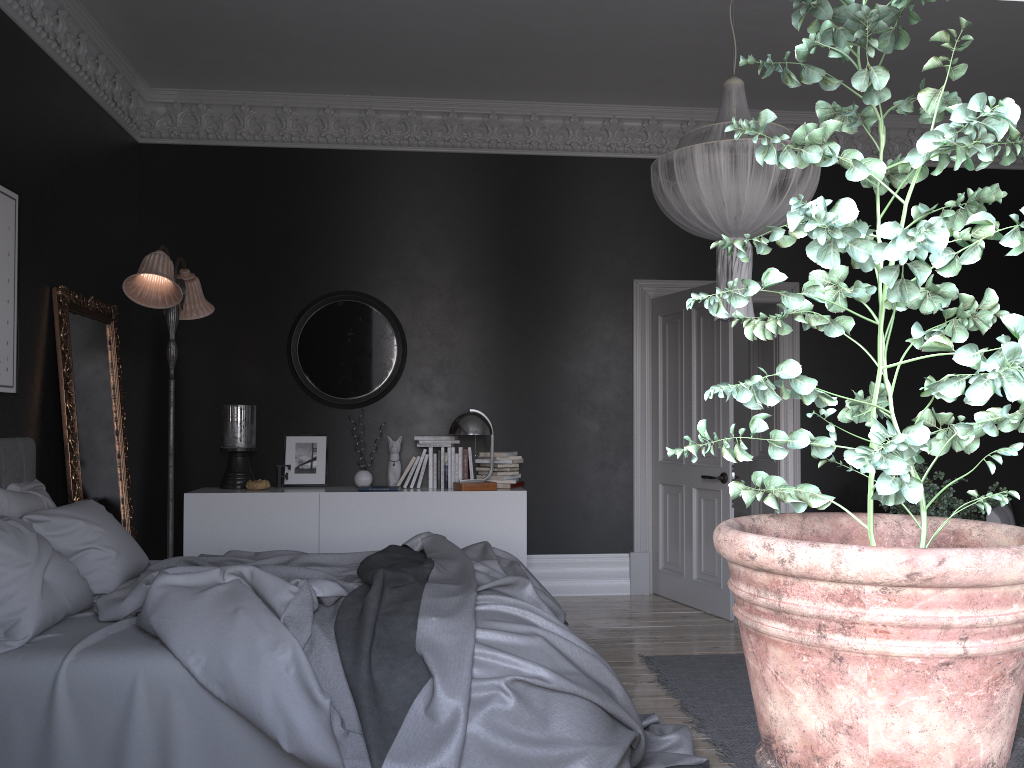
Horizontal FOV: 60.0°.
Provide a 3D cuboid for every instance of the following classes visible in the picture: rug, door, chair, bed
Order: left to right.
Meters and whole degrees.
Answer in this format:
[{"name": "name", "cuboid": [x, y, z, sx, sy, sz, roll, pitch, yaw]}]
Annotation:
[{"name": "bed", "cuboid": [-0.976, 0.894, 3.862, 3.283, 1.297, 2.767, 1, -2, -17]}, {"name": "door", "cuboid": [1.354, 0.474, 6.675, 0.216, 2.373, 1.098, 0, -2, -18]}, {"name": "rug", "cuboid": [2.595, 1.547, 4.349, 3.645, 0.050, 2.107, 0, -2, -5]}, {"name": "chair", "cuboid": [3.672, 1.205, 5.931, 0.819, 0.862, 0.770, -1, -2, 35]}]

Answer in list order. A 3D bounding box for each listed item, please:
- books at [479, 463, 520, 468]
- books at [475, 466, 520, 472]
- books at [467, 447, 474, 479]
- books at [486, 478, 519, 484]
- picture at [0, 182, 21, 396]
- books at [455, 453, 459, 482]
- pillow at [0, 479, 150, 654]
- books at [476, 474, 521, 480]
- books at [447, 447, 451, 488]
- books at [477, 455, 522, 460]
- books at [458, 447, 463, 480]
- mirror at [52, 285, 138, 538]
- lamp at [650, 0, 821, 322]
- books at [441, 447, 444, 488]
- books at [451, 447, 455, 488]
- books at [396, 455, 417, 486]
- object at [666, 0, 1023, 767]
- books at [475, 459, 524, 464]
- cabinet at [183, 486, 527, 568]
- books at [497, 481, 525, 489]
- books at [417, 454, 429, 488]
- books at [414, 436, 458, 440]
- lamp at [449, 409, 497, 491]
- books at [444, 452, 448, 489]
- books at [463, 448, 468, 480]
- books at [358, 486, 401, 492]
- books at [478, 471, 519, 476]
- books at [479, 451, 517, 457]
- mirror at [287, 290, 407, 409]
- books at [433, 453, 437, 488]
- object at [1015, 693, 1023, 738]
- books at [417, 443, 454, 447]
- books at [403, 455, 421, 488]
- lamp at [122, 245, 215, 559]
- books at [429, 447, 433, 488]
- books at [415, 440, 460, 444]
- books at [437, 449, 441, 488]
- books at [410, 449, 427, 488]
[{"name": "books", "cuboid": [-0.099, 0.618, 6.782, 0.193, 0.030, 0.289, 2, -3, -31]}, {"name": "books", "cuboid": [-0.112, 0.649, 6.790, 0.289, 0.030, 0.193, -1, -3, 26]}, {"name": "books", "cuboid": [-0.317, 0.634, 6.769, 0.050, 0.308, 0.220, 0, -2, -6]}, {"name": "books", "cuboid": [-0.073, 0.736, 6.766, 0.228, 0.025, 0.319, 0, -2, 4]}, {"name": "picture", "cuboid": [-2.579, -0.493, 4.307, 0.014, 1.078, 0.792, 0, -2, -6]}, {"name": "books", "cuboid": [-0.424, 0.657, 6.759, 0.026, 0.258, 0.195, 0, -2, -6]}, {"name": "pillow", "cuboid": [-2.088, 0.706, 3.815, 0.680, 0.759, 1.831, 0, -2, -6]}, {"name": "books", "cuboid": [-0.101, 0.707, 6.772, 0.229, 0.031, 0.318, -1, -3, 24]}, {"name": "books", "cuboid": [-0.481, 0.634, 6.780, 0.030, 0.306, 0.221, 0, -2, -6]}, {"name": "books", "cuboid": [-0.100, 0.563, 6.809, 0.220, 0.024, 0.307, 1, -3, -31]}, {"name": "books", "cuboid": [-0.398, 0.635, 6.788, 0.030, 0.306, 0.221, 0, -2, -6]}, {"name": "mirror", "cuboid": [-2.638, 0.526, 5.705, 0.254, 2.191, 0.992, 0, -2, -6]}, {"name": "lamp", "cuboid": [1.046, -1.313, 4.191, 0.784, 2.048, 0.782, -1, -2, 38]}, {"name": "books", "cuboid": [-0.530, 0.633, 6.748, 0.024, 0.307, 0.220, 0, -2, -6]}, {"name": "books", "cuboid": [-0.452, 0.633, 6.755, 0.024, 0.307, 0.220, 0, -2, -6]}, {"name": "books", "cuboid": [-0.797, 0.660, 6.692, 0.158, 0.246, 0.203, 0, -2, -6]}, {"name": "object", "cuboid": [0.444, -0.053, 1.092, 0.474, 1.133, 0.505, -1, -2, 34]}, {"name": "books", "cuboid": [-0.095, 0.588, 6.788, 0.306, 0.030, 0.221, -1, -3, 24]}, {"name": "cabinet", "cuboid": [-1.114, 1.217, 6.547, 2.396, 0.882, 0.570, 0, -2, -6]}, {"name": "books", "cuboid": [-0.066, 0.767, 6.757, 0.234, 0.038, 0.295, -1, -3, 21]}, {"name": "books", "cuboid": [-0.678, 0.657, 6.734, 0.091, 0.256, 0.195, 0, -2, -6]}, {"name": "books", "cuboid": [-0.576, 0.413, 6.776, 0.306, 0.030, 0.221, 0, -2, 4]}, {"name": "lamp", "cuboid": [-0.292, 0.479, 6.476, 0.340, 0.590, 0.328, 1, -2, -26]}, {"name": "books", "cuboid": [-0.500, 0.651, 6.711, 0.029, 0.270, 0.205, 0, -2, -6]}, {"name": "books", "cuboid": [-0.360, 0.639, 6.767, 0.038, 0.295, 0.235, 0, -2, -6]}, {"name": "books", "cuboid": [-0.953, 0.755, 6.400, 0.289, 0.030, 0.193, 0, -2, 0]}, {"name": "books", "cuboid": [-0.105, 0.678, 6.782, 0.203, 0.029, 0.268, 2, -3, -36]}, {"name": "books", "cuboid": [-0.103, 0.534, 6.769, 0.220, 0.030, 0.306, -1, -3, 14]}, {"name": "mirror", "cuboid": [-1.282, -0.268, 6.906, 0.924, 0.924, 0.061, 0, -1, -6]}, {"name": "books", "cuboid": [-0.586, 0.656, 6.743, 0.026, 0.258, 0.195, 0, -2, -6]}, {"name": "object", "cuboid": [1.807, 0.616, 1.835, 1.367, 0.584, 0.517, -2, -3, 44]}, {"name": "books", "cuboid": [-0.579, 0.464, 6.748, 0.258, 0.026, 0.195, 0, -2, 4]}, {"name": "books", "cuboid": [-0.759, 0.663, 6.726, 0.132, 0.244, 0.195, 0, -2, -6]}, {"name": "lamp", "cuboid": [-2.071, 0.397, 5.388, 0.772, 2.410, 0.986, -1, -2, 27]}, {"name": "books", "cuboid": [-0.621, 0.634, 6.766, 0.030, 0.306, 0.221, 0, -2, -6]}, {"name": "books", "cuboid": [-0.572, 0.439, 6.748, 0.307, 0.024, 0.220, 1, -3, -16]}, {"name": "books", "cuboid": [-0.555, 0.640, 6.721, 0.030, 0.289, 0.193, 0, -2, -6]}, {"name": "books", "cuboid": [-0.711, 0.637, 6.730, 0.126, 0.296, 0.220, 0, -2, -6]}]
